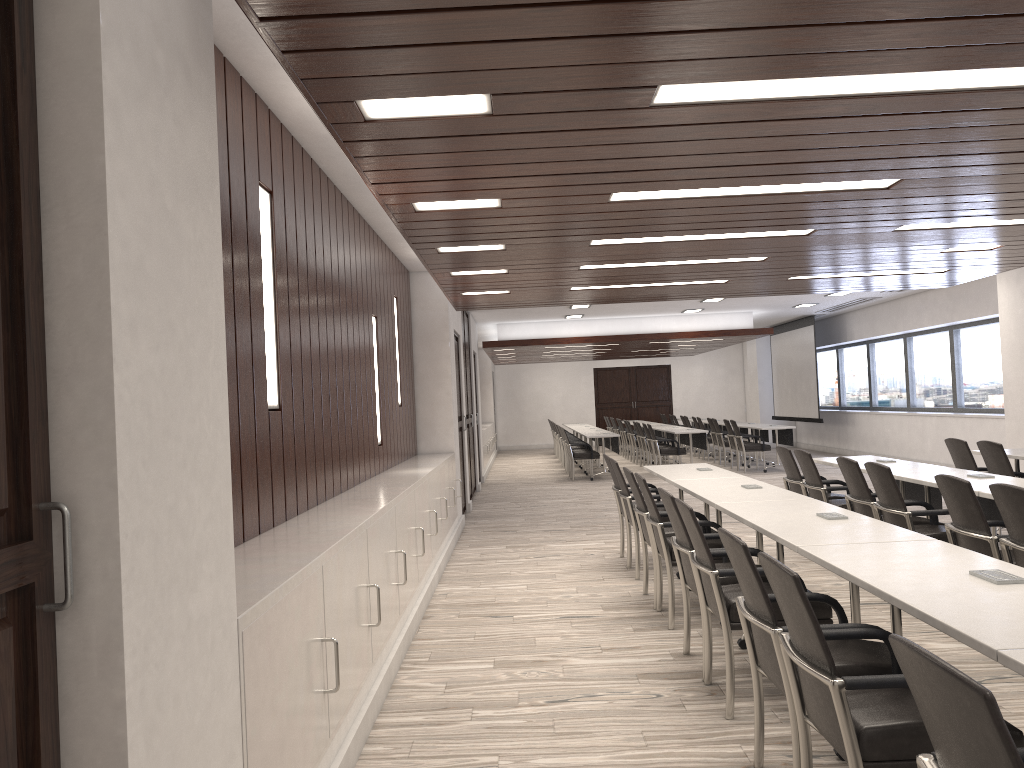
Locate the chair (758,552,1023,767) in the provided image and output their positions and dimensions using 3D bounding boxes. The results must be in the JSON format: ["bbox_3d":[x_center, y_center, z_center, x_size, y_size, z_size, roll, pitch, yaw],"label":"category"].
[{"bbox_3d":[1.086,0.959,2.592,0.638,0.939,0.513,-3,-1,1],"label":"chair"}]

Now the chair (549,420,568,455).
[{"bbox_3d":[1.281,1.364,22.349,0.638,0.939,0.513,-3,-1,1],"label":"chair"}]

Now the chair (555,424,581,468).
[{"bbox_3d":[1.243,1.291,18.774,0.638,0.939,0.513,-3,-1,1],"label":"chair"}]

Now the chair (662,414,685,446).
[{"bbox_3d":[4.300,1.242,23.318,0.638,0.939,0.513,-3,-1,1],"label":"chair"}]

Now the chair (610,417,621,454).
[{"bbox_3d":[2.809,1.292,22.336,0.638,0.939,0.513,-3,-1,1],"label":"chair"}]

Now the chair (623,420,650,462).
[{"bbox_3d":[2.766,1.230,19.286,0.638,0.939,0.513,-3,-1,1],"label":"chair"}]

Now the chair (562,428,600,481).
[{"bbox_3d":[1.228,1.228,15.738,0.638,0.939,0.513,-3,-1,1],"label":"chair"}]

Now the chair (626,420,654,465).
[{"bbox_3d":[2.764,1.219,18.769,0.638,0.939,0.513,-3,-1,1],"label":"chair"}]

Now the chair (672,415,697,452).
[{"bbox_3d":[4.286,1.211,21.795,0.638,0.939,0.513,-3,-1,0],"label":"chair"}]

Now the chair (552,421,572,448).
[{"bbox_3d":[1.278,1.332,20.826,0.638,0.939,0.513,-3,-1,0],"label":"chair"}]

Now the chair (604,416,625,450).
[{"bbox_3d":[2.812,1.323,23.854,0.638,0.939,0.513,-3,-1,0],"label":"chair"}]

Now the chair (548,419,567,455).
[{"bbox_3d":[1.300,1.384,23.344,0.638,0.939,0.513,-3,-1,0],"label":"chair"}]

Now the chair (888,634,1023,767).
[{"bbox_3d":[1.082,0.938,1.612,0.638,0.939,0.513,-3,-1,0],"label":"chair"}]

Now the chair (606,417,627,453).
[{"bbox_3d":[2.823,1.312,23.336,0.638,0.939,0.513,-3,-1,1],"label":"chair"}]

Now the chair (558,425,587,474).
[{"bbox_3d":[1.237,1.259,17.263,0.638,0.939,0.513,-3,-1,0],"label":"chair"}]

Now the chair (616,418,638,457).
[{"bbox_3d":[2.791,1.261,20.817,0.638,0.939,0.513,-3,-1,0],"label":"chair"}]

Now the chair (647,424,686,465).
[{"bbox_3d":[2.739,1.156,15.725,0.638,0.939,0.513,-3,-1,0],"label":"chair"}]

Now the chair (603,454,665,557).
[{"bbox_3d":[1.135,1.063,7.690,0.638,0.939,0.513,-3,-1,0],"label":"chair"}]

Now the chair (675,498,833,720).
[{"bbox_3d":[1.108,0.989,4.113,0.638,0.939,0.513,-3,-1,1],"label":"chair"}]

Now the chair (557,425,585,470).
[{"bbox_3d":[1.243,1.270,17.796,0.638,0.939,0.513,-3,-1,1],"label":"chair"}]

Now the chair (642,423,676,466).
[{"bbox_3d":[2.733,1.168,16.258,0.638,0.939,0.513,-3,-1,0],"label":"chair"}]

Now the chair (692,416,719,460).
[{"bbox_3d":[4.262,1.159,19.276,0.638,0.939,0.513,-3,-1,1],"label":"chair"}]

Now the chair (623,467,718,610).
[{"bbox_3d":[1.115,1.032,6.159,0.638,0.939,0.513,-3,-1,0],"label":"chair"}]

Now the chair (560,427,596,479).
[{"bbox_3d":[1.225,1.239,16.260,0.638,0.939,0.513,-3,-1,0],"label":"chair"}]

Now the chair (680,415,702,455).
[{"bbox_3d":[4.293,1.189,20.796,0.638,0.939,0.513,-3,-1,0],"label":"chair"}]

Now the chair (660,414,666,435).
[{"bbox_3d":[4.314,1.252,23.838,0.638,0.939,0.513,-3,-1,1],"label":"chair"}]

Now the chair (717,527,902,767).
[{"bbox_3d":[1.084,0.970,3.127,0.638,0.939,0.513,-3,-1,0],"label":"chair"}]

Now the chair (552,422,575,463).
[{"bbox_3d":[1.256,1.322,20.301,0.638,0.939,0.513,-3,-1,1],"label":"chair"}]

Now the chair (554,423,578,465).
[{"bbox_3d":[1.255,1.301,19.293,0.638,0.939,0.513,-3,-1,1],"label":"chair"}]

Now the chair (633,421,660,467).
[{"bbox_3d":[2.763,1.198,17.767,0.638,0.939,0.513,-3,-1,0],"label":"chair"}]

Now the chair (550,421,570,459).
[{"bbox_3d":[1.276,1.353,21.824,0.638,0.939,0.513,-3,-1,0],"label":"chair"}]

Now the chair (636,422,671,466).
[{"bbox_3d":[2.757,1.187,17.248,0.638,0.939,0.513,-3,-1,0],"label":"chair"}]

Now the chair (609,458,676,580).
[{"bbox_3d":[1.131,1.052,7.160,0.638,0.939,0.513,-3,-1,0],"label":"chair"}]

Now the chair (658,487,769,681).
[{"bbox_3d":[1.113,1.000,4.644,0.638,0.939,0.513,-3,-1,0],"label":"chair"}]

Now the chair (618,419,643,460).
[{"bbox_3d":[2.776,1.250,20.293,0.638,0.939,0.513,-3,-1,0],"label":"chair"}]

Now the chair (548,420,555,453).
[{"bbox_3d":[1.302,1.395,23.867,0.638,0.939,0.513,-3,-1,1],"label":"chair"}]

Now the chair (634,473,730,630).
[{"bbox_3d":[1.125,1.021,5.638,0.638,0.939,0.513,-3,-1,1],"label":"chair"}]

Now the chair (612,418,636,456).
[{"bbox_3d":[2.797,1.281,21.817,0.638,0.939,0.513,-3,-1,1],"label":"chair"}]

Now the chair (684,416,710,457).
[{"bbox_3d":[4.281,1.179,20.271,0.638,0.939,0.513,-3,-1,1],"label":"chair"}]

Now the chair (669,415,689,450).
[{"bbox_3d":[4.293,1.222,22.328,0.638,0.939,0.513,-3,-1,1],"label":"chair"}]
